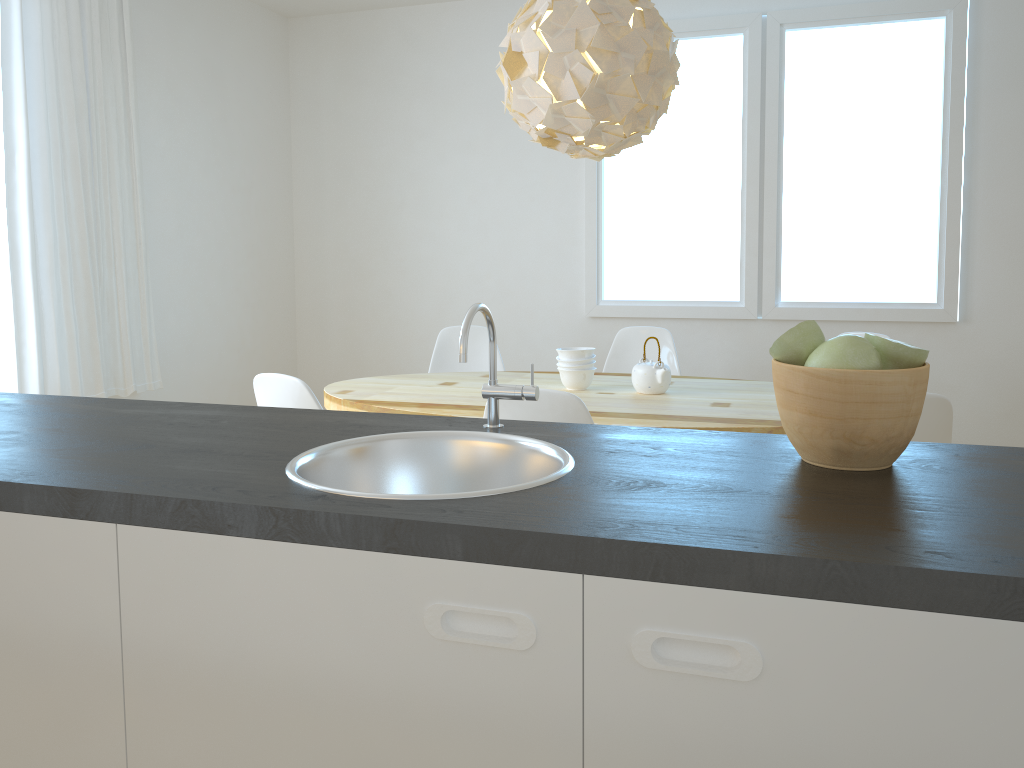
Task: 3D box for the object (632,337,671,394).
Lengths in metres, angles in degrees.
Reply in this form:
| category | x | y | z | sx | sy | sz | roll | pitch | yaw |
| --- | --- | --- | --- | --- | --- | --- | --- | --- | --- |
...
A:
| category | x | y | z | sx | sy | sz | roll | pitch | yaw |
| --- | --- | --- | --- | --- | --- | --- | --- | --- | --- |
| object | 0.516 | -0.070 | 3.291 | 0.147 | 0.210 | 0.178 | 1 | 6 | 18 |

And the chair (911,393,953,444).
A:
| category | x | y | z | sx | sy | sz | roll | pitch | yaw |
| --- | --- | --- | --- | --- | --- | --- | --- | --- | --- |
| chair | 0.917 | 0.432 | 2.446 | 0.430 | 0.896 | 0.526 | -2 | 6 | -12 |

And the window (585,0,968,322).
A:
| category | x | y | z | sx | sy | sz | roll | pitch | yaw |
| --- | --- | --- | --- | --- | --- | --- | --- | --- | --- |
| window | 0.926 | -0.720 | 3.487 | 1.880 | 2.042 | 2.564 | 2 | 7 | 18 |

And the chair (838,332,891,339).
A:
| category | x | y | z | sx | sy | sz | roll | pitch | yaw |
| --- | --- | --- | --- | --- | --- | --- | --- | --- | --- |
| chair | 1.342 | 0.248 | 3.701 | 0.524 | 0.897 | 0.431 | -5 | 7 | -42 |

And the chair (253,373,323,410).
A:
| category | x | y | z | sx | sy | sz | roll | pitch | yaw |
| --- | --- | --- | --- | --- | --- | --- | --- | --- | --- |
| chair | -0.526 | 0.386 | 2.836 | 0.431 | 0.897 | 0.525 | 4 | 7 | 38 |

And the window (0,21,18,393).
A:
| category | x | y | z | sx | sy | sz | roll | pitch | yaw |
| --- | --- | --- | --- | --- | --- | --- | --- | --- | --- |
| window | -2.425 | -0.632 | 2.663 | 0.088 | 1.906 | 2.743 | 1 | 7 | 18 |

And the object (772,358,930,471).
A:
| category | x | y | z | sx | sy | sz | roll | pitch | yaw |
| --- | --- | --- | --- | --- | --- | --- | --- | --- | --- |
| object | 0.469 | 0.038 | 1.237 | 0.205 | 0.141 | 0.206 | -3 | 8 | -20 |

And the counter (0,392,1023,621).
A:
| category | x | y | z | sx | sy | sz | roll | pitch | yaw |
| --- | --- | --- | --- | --- | --- | --- | --- | --- | --- |
| counter | -0.402 | 0.113 | 1.392 | 2.401 | 0.040 | 0.604 | 2 | 9 | 18 |

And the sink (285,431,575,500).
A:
| category | x | y | z | sx | sy | sz | roll | pitch | yaw |
| --- | --- | --- | --- | --- | --- | --- | --- | --- | --- |
| sink | -0.113 | 0.183 | 1.265 | 0.404 | 0.156 | 0.406 | -5 | 9 | -30 |

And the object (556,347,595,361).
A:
| category | x | y | z | sx | sy | sz | roll | pitch | yaw |
| --- | --- | --- | --- | --- | --- | --- | --- | --- | --- |
| object | 0.245 | -0.096 | 3.404 | 0.152 | 0.086 | 0.152 | -7 | 10 | -43 |

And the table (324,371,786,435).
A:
| category | x | y | z | sx | sy | sz | roll | pitch | yaw |
| --- | --- | --- | --- | --- | --- | --- | --- | --- | --- |
| table | 0.311 | 0.396 | 3.328 | 2.190 | 0.721 | 1.201 | 2 | 8 | 17 |

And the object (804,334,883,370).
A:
| category | x | y | z | sx | sy | sz | roll | pitch | yaw |
| --- | --- | --- | --- | --- | --- | --- | --- | --- | --- |
| object | 0.444 | -0.018 | 1.191 | 0.102 | 0.098 | 0.087 | 5 | 8 | 39 |

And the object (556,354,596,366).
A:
| category | x | y | z | sx | sy | sz | roll | pitch | yaw |
| --- | --- | --- | --- | --- | --- | --- | --- | --- | --- |
| object | 0.245 | -0.068 | 3.403 | 0.152 | 0.095 | 0.151 | 5 | 9 | 35 |

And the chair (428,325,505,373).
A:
| category | x | y | z | sx | sy | sz | roll | pitch | yaw |
| --- | --- | --- | --- | --- | --- | --- | --- | --- | --- |
| chair | -0.197 | 0.194 | 4.150 | 0.430 | 0.896 | 0.526 | -1 | 6 | -7 |

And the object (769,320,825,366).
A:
| category | x | y | z | sx | sy | sz | roll | pitch | yaw |
| --- | --- | --- | --- | --- | --- | --- | --- | --- | --- |
| object | 0.405 | -0.056 | 1.253 | 0.074 | 0.071 | 0.078 | 6 | 9 | 43 |

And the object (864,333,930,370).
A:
| category | x | y | z | sx | sy | sz | roll | pitch | yaw |
| --- | --- | --- | --- | --- | --- | --- | --- | --- | --- |
| object | 0.528 | -0.037 | 1.218 | 0.084 | 0.065 | 0.086 | 4 | 8 | 30 |

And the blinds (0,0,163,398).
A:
| category | x | y | z | sx | sy | sz | roll | pitch | yaw |
| --- | --- | --- | --- | --- | --- | --- | --- | --- | --- |
| blinds | -1.830 | -0.989 | 3.832 | 0.150 | 2.148 | 0.799 | 1 | 5 | 19 |

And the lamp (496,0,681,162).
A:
| category | x | y | z | sx | sy | sz | roll | pitch | yaw |
| --- | --- | --- | --- | --- | --- | --- | --- | --- | --- |
| lamp | 0.270 | -1.357 | 3.132 | 0.639 | 1.129 | 0.650 | 1 | 6 | 17 |

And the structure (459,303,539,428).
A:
| category | x | y | z | sx | sy | sz | roll | pitch | yaw |
| --- | --- | --- | --- | --- | --- | --- | --- | --- | --- |
| structure | -0.024 | -0.025 | 1.439 | 0.097 | 0.214 | 0.163 | 1 | 6 | 18 |

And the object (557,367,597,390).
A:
| category | x | y | z | sx | sy | sz | roll | pitch | yaw |
| --- | --- | --- | --- | --- | --- | --- | --- | --- | --- |
| object | 0.250 | -0.021 | 3.412 | 0.152 | 0.082 | 0.152 | -5 | 9 | -32 |

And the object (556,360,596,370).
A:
| category | x | y | z | sx | sy | sz | roll | pitch | yaw |
| --- | --- | --- | --- | --- | --- | --- | --- | --- | --- |
| object | 0.247 | -0.044 | 3.407 | 0.151 | 0.092 | 0.152 | -5 | 9 | -32 |

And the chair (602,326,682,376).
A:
| category | x | y | z | sx | sy | sz | roll | pitch | yaw |
| --- | --- | --- | --- | --- | --- | --- | --- | --- | --- |
| chair | 0.557 | 0.206 | 4.030 | 0.430 | 0.896 | 0.526 | 1 | 6 | 18 |
